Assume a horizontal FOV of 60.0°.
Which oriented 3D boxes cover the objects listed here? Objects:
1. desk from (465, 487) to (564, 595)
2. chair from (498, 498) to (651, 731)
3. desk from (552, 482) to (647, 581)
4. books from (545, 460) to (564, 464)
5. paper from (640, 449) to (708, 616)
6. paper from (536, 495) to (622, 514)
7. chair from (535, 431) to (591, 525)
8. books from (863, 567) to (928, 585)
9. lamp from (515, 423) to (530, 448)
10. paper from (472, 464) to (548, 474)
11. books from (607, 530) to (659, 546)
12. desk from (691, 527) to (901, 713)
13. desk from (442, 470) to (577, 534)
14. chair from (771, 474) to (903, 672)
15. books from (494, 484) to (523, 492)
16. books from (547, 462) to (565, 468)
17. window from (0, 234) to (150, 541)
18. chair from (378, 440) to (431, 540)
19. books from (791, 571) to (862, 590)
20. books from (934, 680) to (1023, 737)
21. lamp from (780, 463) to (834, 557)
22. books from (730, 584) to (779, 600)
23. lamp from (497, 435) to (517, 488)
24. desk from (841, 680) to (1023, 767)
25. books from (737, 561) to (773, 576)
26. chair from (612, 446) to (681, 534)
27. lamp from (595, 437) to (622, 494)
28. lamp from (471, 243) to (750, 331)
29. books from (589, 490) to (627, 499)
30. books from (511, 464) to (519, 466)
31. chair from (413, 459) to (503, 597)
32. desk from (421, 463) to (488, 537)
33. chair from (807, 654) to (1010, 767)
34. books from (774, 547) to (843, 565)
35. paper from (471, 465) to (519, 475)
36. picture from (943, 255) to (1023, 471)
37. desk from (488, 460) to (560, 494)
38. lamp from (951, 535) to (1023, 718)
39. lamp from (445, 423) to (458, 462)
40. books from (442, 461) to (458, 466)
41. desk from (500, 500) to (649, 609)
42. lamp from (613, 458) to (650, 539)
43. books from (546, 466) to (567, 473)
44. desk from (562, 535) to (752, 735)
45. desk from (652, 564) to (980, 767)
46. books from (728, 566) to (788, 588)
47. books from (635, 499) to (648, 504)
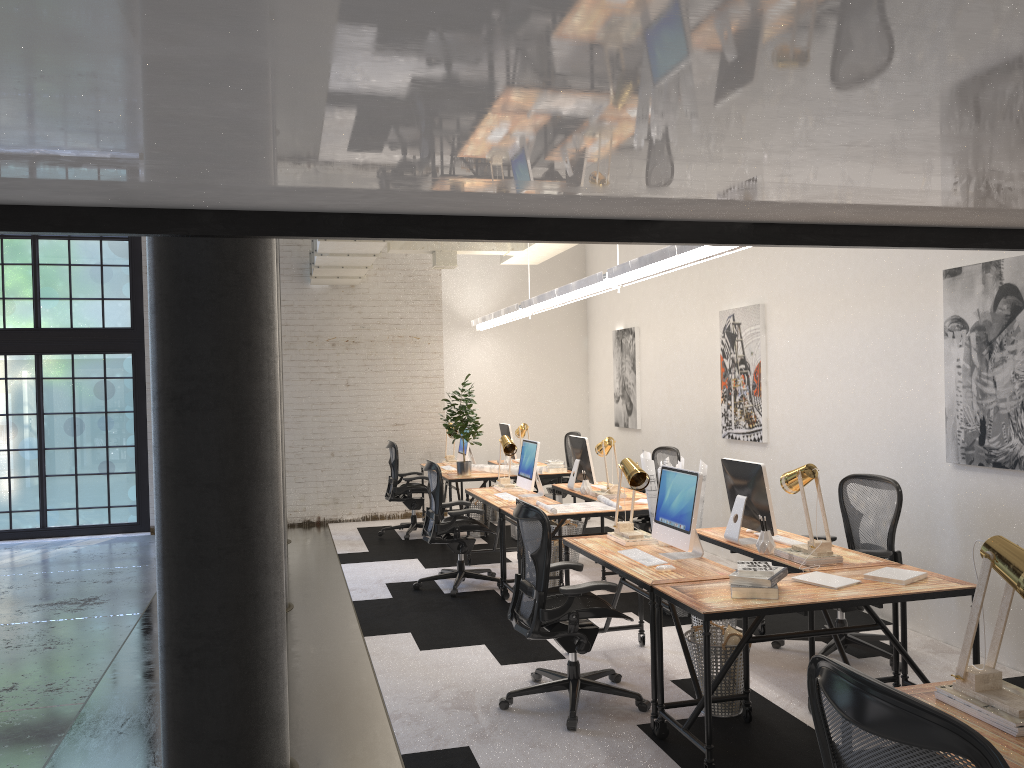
[{"bbox_3d":[-0.009,1.335,7.739,0.529,0.724,1.401,-2,0,-14],"label":"desk"},{"bbox_3d":[0.299,1.145,4.727,0.792,1.086,0.770,-2,1,-31],"label":"chair"},{"bbox_3d":[0.813,1.316,7.941,0.529,0.724,1.401,-2,0,-14],"label":"desk"},{"bbox_3d":[0.457,0.841,9.581,0.153,0.030,0.185,-1,0,-16],"label":"books"},{"bbox_3d":[1.182,1.067,6.468,0.412,1.198,0.440,-2,1,-36],"label":"paper"},{"bbox_3d":[0.513,0.936,6.894,0.625,0.061,0.568,-1,0,-17],"label":"paper"},{"bbox_3d":[0.568,1.128,10.744,0.792,1.086,0.770,-2,1,-31],"label":"chair"},{"bbox_3d":[1.820,0.911,4.210,0.235,0.024,0.200,-1,0,-41],"label":"books"},{"bbox_3d":[0.134,0.681,10.149,0.126,0.470,0.344,-2,0,-14],"label":"lamp"},{"bbox_3d":[-0.075,0.915,9.640,1.134,0.082,0.083,-1,0,40],"label":"paper"},{"bbox_3d":[0.732,0.931,5.369,0.225,0.038,0.309,-1,0,-14],"label":"books"},{"bbox_3d":[1.571,1.292,5.144,0.529,0.724,1.401,-2,0,-14],"label":"desk"},{"bbox_3d":[-0.038,1.317,9.493,1.400,0.724,0.529,-1,0,-14],"label":"desk"},{"bbox_3d":[2.012,1.104,5.354,0.792,1.086,0.770,-2,1,-31],"label":"chair"},{"bbox_3d":[-0.026,0.954,8.166,0.225,0.038,0.309,-1,0,-14],"label":"books"},{"bbox_3d":[0.473,0.872,9.584,0.193,0.044,0.257,-1,0,3],"label":"books"},{"bbox_3d":[-5.690,-0.692,10.633,2.490,5.180,0.138,-2,1,-14],"label":"window"},{"bbox_3d":[-1.145,1.168,10.117,0.792,1.086,0.770,-2,1,-31],"label":"chair"},{"bbox_3d":[1.475,0.922,4.165,0.205,0.019,0.243,-1,0,-37],"label":"books"},{"bbox_3d":[1.396,0.909,2.507,0.225,0.038,0.309,-1,0,-14],"label":"books"},{"bbox_3d":[1.577,0.658,4.759,0.127,0.470,0.344,-2,0,-14],"label":"lamp"},{"bbox_3d":[1.092,0.915,4.008,0.200,0.050,0.271,-1,0,13],"label":"books"},{"bbox_3d":[-0.046,0.704,8.107,0.127,0.470,0.344,-2,0,-14],"label":"lamp"},{"bbox_3d":[1.413,1.290,2.080,0.529,0.724,1.401,-2,0,-14],"label":"desk"},{"bbox_3d":[1.101,0.836,4.020,0.153,0.030,0.185,-1,0,14],"label":"books"},{"bbox_3d":[1.254,1.128,8.151,0.792,1.086,0.770,-2,1,-31],"label":"chair"},{"bbox_3d":[0.819,0.682,7.555,0.127,0.470,0.344,-2,0,-14],"label":"lamp"},{"bbox_3d":[0.452,-2.096,7.758,0.226,2.864,7.301,-2,0,-14],"label":"lamp"},{"bbox_3d":[0.811,0.933,7.503,0.225,0.038,0.309,-1,0,-14],"label":"books"},{"bbox_3d":[0.125,0.932,10.097,0.225,0.038,0.309,-1,0,-14],"label":"books"},{"bbox_3d":[-0.459,1.169,7.524,0.792,1.086,0.770,-2,1,-31],"label":"chair"},{"bbox_3d":[-0.695,1.335,10.332,0.529,0.724,1.401,-2,0,-14],"label":"desk"},{"bbox_3d":[0.964,1.123,1.865,0.792,1.086,0.770,-2,1,-31],"label":"chair"},{"bbox_3d":[1.569,0.909,4.707,0.225,0.038,0.309,-1,0,-14],"label":"books"},{"bbox_3d":[-0.238,0.918,9.599,0.083,0.082,1.134,-2,0,-40],"label":"paper"},{"bbox_3d":[2.771,-0.112,5.102,0.049,1.183,0.731,-2,1,-14],"label":"picture"},{"bbox_3d":[0.127,1.315,10.534,0.529,0.724,1.401,-2,0,-14],"label":"desk"},{"bbox_3d":[1.375,0.658,2.448,0.126,0.470,0.344,-2,0,-14],"label":"lamp"},{"bbox_3d":[-0.733,0.704,10.700,0.126,0.470,0.344,-2,1,-14],"label":"lamp"},{"bbox_3d":[-0.712,0.954,10.759,0.225,0.038,0.309,-1,0,-14],"label":"books"},{"bbox_3d":[0.647,1.318,6.900,1.400,0.724,0.529,-1,0,-14],"label":"desk"},{"bbox_3d":[0.711,0.680,5.310,0.126,0.470,0.344,-2,0,-14],"label":"lamp"},{"bbox_3d":[0.456,0.919,9.564,0.200,0.050,0.271,-1,0,-17],"label":"books"},{"bbox_3d":[0.749,1.312,4.942,0.529,0.724,1.401,-2,0,-14],"label":"desk"},{"bbox_3d":[1.406,1.294,4.103,1.400,0.724,0.529,-1,0,-14],"label":"desk"},{"bbox_3d":[1.116,0.867,4.016,0.193,0.044,0.257,-1,0,33],"label":"books"},{"bbox_3d":[1.115,0.936,7.042,0.243,0.019,0.205,-1,0,23],"label":"books"}]
